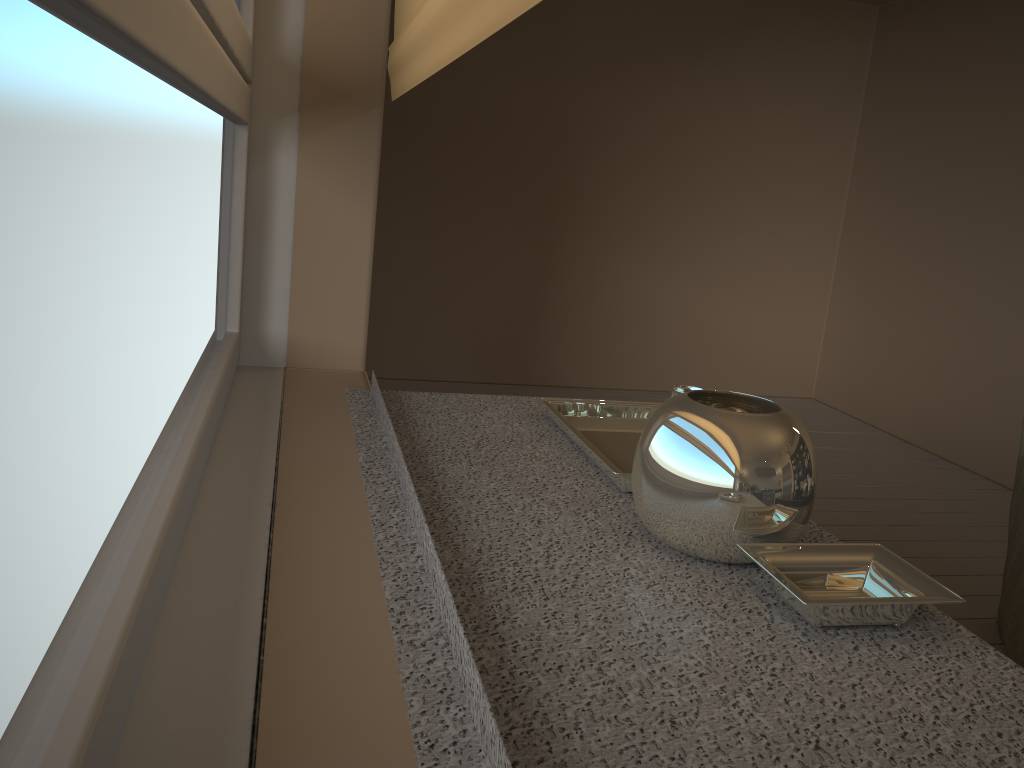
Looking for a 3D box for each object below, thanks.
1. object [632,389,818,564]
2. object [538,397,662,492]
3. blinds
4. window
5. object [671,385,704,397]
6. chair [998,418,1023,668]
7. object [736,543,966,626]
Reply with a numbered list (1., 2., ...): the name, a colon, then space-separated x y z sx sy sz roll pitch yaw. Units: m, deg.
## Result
1. object: 0.278 0.117 1.167 0.235 0.194 0.237 6 12 2
2. object: 0.233 0.102 1.560 0.274 0.034 0.449 3 13 -14
3. blinds: 0.184 -0.549 0.085 0.022 0.777 3.576 3 13 -14
4. window: -0.139 -0.280 0.088 0.047 1.344 3.594 3 13 -14
5. object: 0.300 0.053 1.527 0.063 0.089 0.063 -4 15 -41
6. chair: 1.728 0.510 2.530 0.565 0.796 0.564 10 12 21
7. object: 0.374 0.234 1.004 0.197 0.047 0.154 3 13 -14
